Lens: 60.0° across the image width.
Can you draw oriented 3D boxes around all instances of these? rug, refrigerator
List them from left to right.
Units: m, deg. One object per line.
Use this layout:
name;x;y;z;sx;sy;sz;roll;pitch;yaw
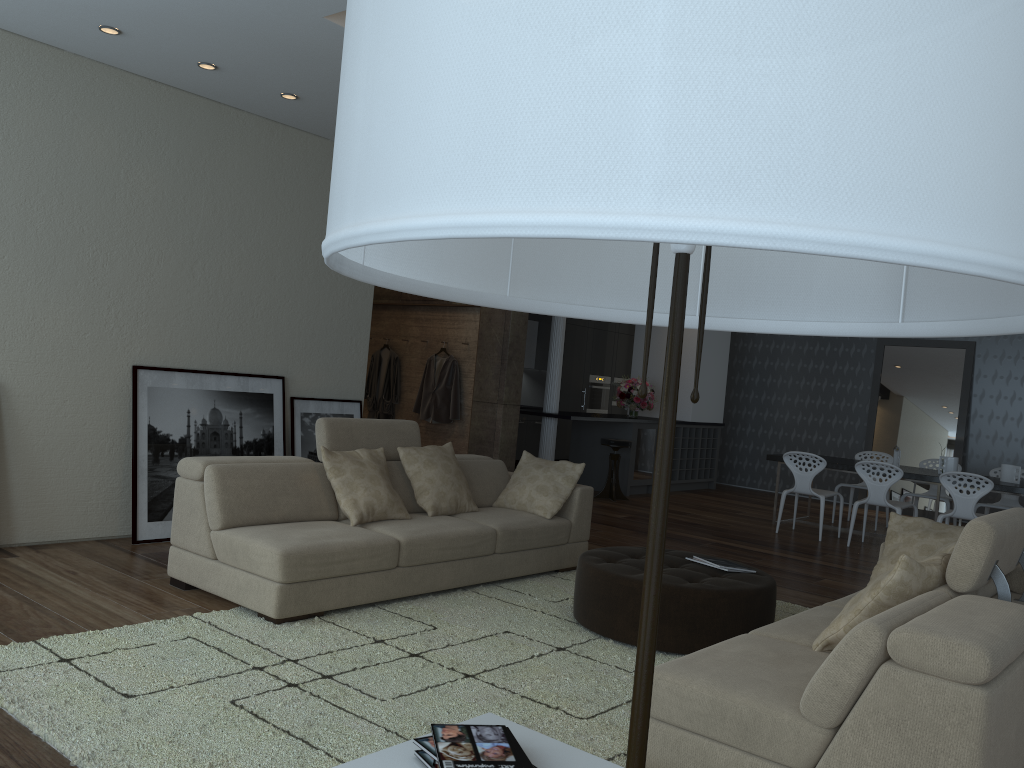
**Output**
rug;0.306;1.275;4.068;2.972;0.020;4.231;5;0;40
refrigerator;1.636;0.866;10.968;0.075;0.774;0.578;5;0;44

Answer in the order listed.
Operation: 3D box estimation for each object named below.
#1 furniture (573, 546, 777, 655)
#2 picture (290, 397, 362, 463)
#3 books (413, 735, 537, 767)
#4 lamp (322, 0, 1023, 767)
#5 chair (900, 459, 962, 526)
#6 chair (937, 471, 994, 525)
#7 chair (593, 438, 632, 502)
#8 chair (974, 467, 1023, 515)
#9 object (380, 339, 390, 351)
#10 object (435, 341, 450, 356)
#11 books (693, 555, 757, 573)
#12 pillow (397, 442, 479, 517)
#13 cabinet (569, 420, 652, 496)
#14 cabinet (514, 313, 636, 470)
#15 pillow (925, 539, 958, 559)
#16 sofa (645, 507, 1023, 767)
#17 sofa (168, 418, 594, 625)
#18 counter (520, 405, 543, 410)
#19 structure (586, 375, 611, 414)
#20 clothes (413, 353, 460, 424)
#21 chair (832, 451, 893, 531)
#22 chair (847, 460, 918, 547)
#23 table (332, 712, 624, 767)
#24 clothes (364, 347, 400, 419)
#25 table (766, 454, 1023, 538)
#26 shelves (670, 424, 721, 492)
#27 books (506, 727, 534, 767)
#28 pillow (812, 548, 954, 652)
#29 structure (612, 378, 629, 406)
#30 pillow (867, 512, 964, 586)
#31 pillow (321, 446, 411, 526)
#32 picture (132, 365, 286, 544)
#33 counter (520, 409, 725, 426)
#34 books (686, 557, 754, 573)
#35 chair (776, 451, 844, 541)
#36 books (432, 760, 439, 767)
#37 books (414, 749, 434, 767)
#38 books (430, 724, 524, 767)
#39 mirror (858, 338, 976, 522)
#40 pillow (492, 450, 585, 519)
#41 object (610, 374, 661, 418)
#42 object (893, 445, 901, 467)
furniture;0.865;1.136;4.761;1.057;0.355;1.057;5;0;42
picture;-1.442;0.615;6.981;0.195;0.988;0.700;5;0;40
books;-0.101;1.011;2.414;0.220;0.010;0.300;5;0;-35
lamp;0.120;0.410;0.884;0.698;1.728;0.698;5;0;-27
chair;4.521;1.227;9.542;0.495;0.835;0.581;5;0;40
chair;4.036;1.190;7.844;0.495;0.835;0.581;5;0;40
chair;3.192;1.311;7.598;21.556;0.952;16.134;5;0;40
chair;5.059;1.279;9.094;0.495;0.835;0.581;5;0;40
object;-1.409;-0.403;9.912;0.430;0.219;0.010;5;0;40
object;-0.725;-0.337;9.328;0.430;0.219;0.010;5;0;40
books;1.151;0.976;4.814;0.220;0.040;0.301;5;0;-15
pillow;-0.468;0.601;5.643;0.301;0.439;0.534;5;0;36
cabinet;1.281;0.892;11.221;0.900;0.897;0.642;5;0;40
cabinet;0.453;-0.245;13.450;0.827;2.980;7.409;5;0;40
pillow;1.813;0.818;3.746;0.301;0.439;0.534;5;0;43
sofa;1.629;0.932;3.559;1.021;0.950;2.581;5;0;40
sofa;-0.630;0.717;5.439;1.021;0.950;2.581;5;0;40
counter;-0.830;0.347;11.991;0.807;0.223;3.597;5;0;40
structure;1.173;0.149;14.187;0.591;0.596;0.595;5;0;40
clothes;-0.778;0.047;9.325;0.700;0.735;0.173;5;0;38
chair;3.982;1.176;9.990;0.495;0.835;0.581;5;0;40
chair;3.477;1.137;8.321;0.495;0.835;0.581;5;0;40
table;-0.021;1.157;2.247;0.900;0.170;0.900;5;0;40
clothes;-1.463;0.008;9.905;0.569;0.855;0.141;5;0;40
table;4.347;1.266;8.768;3.400;0.733;1.200;5;0;40
shelves;2.024;0.957;12.123;0.900;0.897;1.700;5;0;40
books;-0.076;1.003;2.421;0.220;0.010;0.300;5;0;-15
pillow;1.405;0.793;3.273;0.368;0.416;0.519;5;0;44
structure;1.628;0.118;14.722;0.528;0.452;0.595;5;0;40
pillow;2.112;0.864;4.483;0.518;0.393;0.395;5;0;43
pillow;-0.856;0.578;5.153;0.368;0.416;0.519;5;0;35
picture;-2.074;0.485;6.186;0.225;1.140;1.183;5;0;40
counter;1.432;0.435;11.351;1.000;0.040;3.700;5;0;40
books;1.125;0.981;4.807;0.219;0.031;0.300;5;0;-35
chair;2.942;1.086;8.772;0.495;0.835;0.581;5;0;40
books;-0.103;1.030;2.414;0.220;0.010;0.300;5;0;0
books;-0.104;1.049;2.414;0.220;0.010;0.300;5;0;-30
books;-0.099;0.991;2.414;0.220;0.010;0.300;5;0;-10
mirror;5.239;0.555;11.529;1.200;2.294;0.240;5;0;40
pillow;0.196;0.682;6.076;0.518;0.393;0.395;5;0;36
object;1.574;0.153;11.334;0.544;0.552;0.570;5;0;-44
object;3.926;0.742;9.069;0.076;0.233;0.161;5;0;21
